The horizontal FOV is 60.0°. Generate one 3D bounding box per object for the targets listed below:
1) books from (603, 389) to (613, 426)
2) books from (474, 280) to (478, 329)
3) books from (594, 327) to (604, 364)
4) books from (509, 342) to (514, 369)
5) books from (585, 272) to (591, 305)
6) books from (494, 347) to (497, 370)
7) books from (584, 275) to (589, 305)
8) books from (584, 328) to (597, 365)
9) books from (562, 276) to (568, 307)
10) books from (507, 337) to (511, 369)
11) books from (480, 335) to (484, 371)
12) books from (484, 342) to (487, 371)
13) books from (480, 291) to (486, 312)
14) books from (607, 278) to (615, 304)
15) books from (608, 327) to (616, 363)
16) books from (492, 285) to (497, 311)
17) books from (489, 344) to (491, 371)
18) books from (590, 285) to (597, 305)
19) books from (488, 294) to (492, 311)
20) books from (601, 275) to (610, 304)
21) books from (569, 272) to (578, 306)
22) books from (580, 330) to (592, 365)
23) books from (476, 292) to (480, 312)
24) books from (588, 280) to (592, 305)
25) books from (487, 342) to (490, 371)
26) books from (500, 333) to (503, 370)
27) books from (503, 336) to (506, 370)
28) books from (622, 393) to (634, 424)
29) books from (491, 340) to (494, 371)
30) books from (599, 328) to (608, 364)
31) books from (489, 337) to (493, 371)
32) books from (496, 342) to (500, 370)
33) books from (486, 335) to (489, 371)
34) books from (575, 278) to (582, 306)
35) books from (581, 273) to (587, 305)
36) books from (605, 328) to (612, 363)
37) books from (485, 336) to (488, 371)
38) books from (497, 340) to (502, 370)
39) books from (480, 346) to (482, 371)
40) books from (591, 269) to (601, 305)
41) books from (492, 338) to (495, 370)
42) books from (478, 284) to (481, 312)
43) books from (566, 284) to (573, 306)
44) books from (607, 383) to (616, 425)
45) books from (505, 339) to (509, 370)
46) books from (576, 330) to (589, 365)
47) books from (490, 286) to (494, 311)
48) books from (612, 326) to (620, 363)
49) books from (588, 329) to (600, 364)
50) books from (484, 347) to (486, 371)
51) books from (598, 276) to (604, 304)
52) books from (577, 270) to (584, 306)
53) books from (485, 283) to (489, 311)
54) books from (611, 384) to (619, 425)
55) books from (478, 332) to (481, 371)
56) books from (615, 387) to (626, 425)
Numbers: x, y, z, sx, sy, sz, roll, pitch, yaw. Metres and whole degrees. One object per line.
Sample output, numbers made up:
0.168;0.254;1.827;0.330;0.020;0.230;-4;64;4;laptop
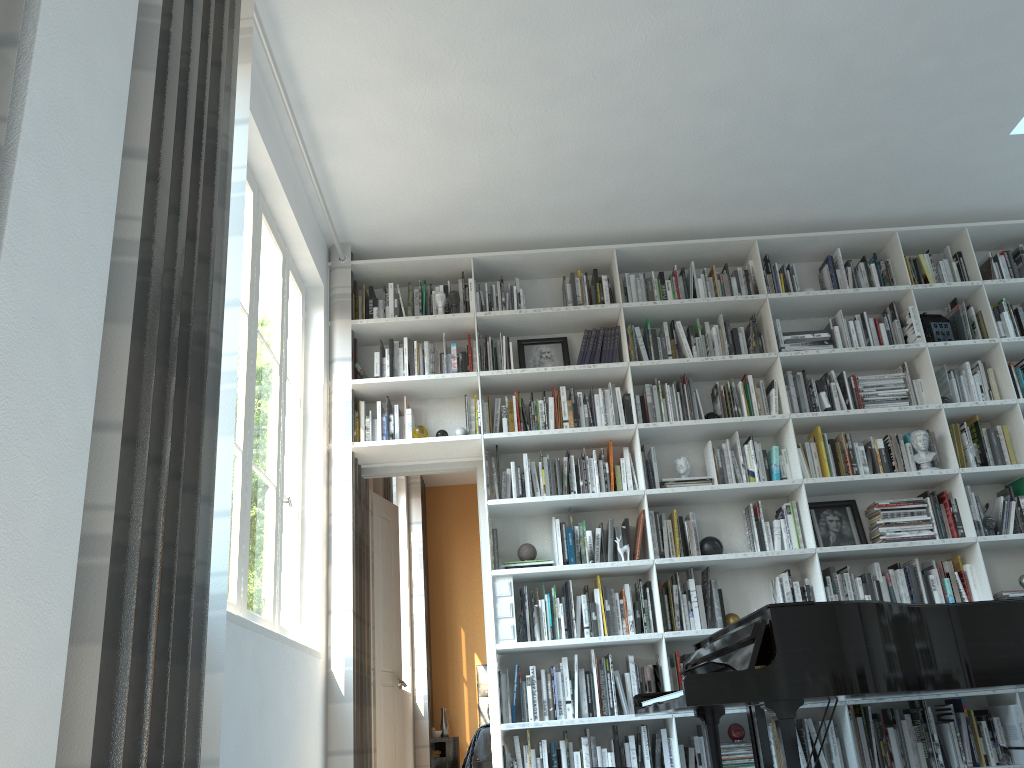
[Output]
0.546;0.184;5.063;0.024;0.265;0.155;-4;-21;-1;books
-0.212;-0.459;5.315;0.007;0.284;0.160;-4;-21;-1;books
0.498;-0.167;5.181;0.097;0.281;0.175;-4;-21;-1;books
-0.001;-0.108;5.150;0.012;0.213;0.186;-4;-22;-1;books
0.451;-0.503;5.313;0.011;0.273;0.184;-4;-21;-1;books
-0.093;-0.089;5.182;0.012;0.213;0.132;-4;-21;-1;books
0.441;-0.497;5.310;0.010;0.262;0.157;-4;-21;-1;books
0.446;-0.161;5.181;0.110;0.278;0.175;-4;-21;-1;books
0.322;-0.489;5.328;0.013;0.276;0.151;-4;-21;-1;books
-0.014;-0.123;5.164;0.012;0.253;0.167;-4;-21;-1;books
-0.172;-0.125;5.172;0.006;0.286;0.149;-4;-21;-1;books
-0.149;-0.103;5.168;0.005;0.237;0.154;-4;-21;-1;books
-0.166;-0.428;5.300;0.032;0.209;0.159;-4;-21;-1;books
0.595;-0.494;5.330;0.039;0.251;0.147;-4;-21;-1;books
0.577;-0.168;5.203;0.078;0.284;0.175;-4;-21;-1;books
-0.101;-0.450;5.302;0.016;0.242;0.157;-4;-21;-1;books
-0.124;-0.102;5.142;0.004;0.213;0.187;-4;-22;-1;books
0.485;-0.464;5.303;0.027;0.189;0.178;-4;-22;-1;books
-0.129;-0.421;5.304;0.017;0.193;0.129;-4;-21;-1;books
0.559;-0.499;5.316;0.031;0.253;0.179;-4;-21;-1;books
0.369;-0.500;5.313;0.024;0.278;0.188;-4;-21;-1;books
0.424;-0.152;5.198;0.110;0.278;0.175;-4;-21;-1;books
-0.198;-0.425;5.293;0.017;0.203;0.143;-4;-21;-1;books
0.464;-0.483;5.337;0.013;0.253;0.130;-4;-21;-1;books
-0.131;-0.105;5.153;0.009;0.227;0.185;-4;-22;-1;books
-0.057;-0.132;5.170;0.005;0.280;0.191;-4;-21;-1;books
-0.043;-0.126;5.157;0.023;0.257;0.184;-4;-21;-1;books
0.648;0.190;5.012;0.039;0.201;0.237;-4;-22;-1;books
-0.110;-0.111;5.170;0.010;0.248;0.166;-4;-21;-1;books
0.531;-0.165;5.202;0.078;0.284;0.175;-4;-21;-1;books
-0.119;-0.119;5.163;0.009;0.259;0.184;-4;-21;-1;books
-0.079;-0.105;5.150;0.018;0.218;0.187;-4;-22;-1;books
-0.140;-0.126;5.179;0.006;0.287;0.144;-4;-21;-1;books
0.396;-0.487;5.307;0.028;0.248;0.156;-4;-21;-1;books
0.429;-0.501;5.325;0.013;0.282;0.167;-4;-21;-1;books
0.554;-0.164;5.207;0.078;0.284;0.175;-4;-21;-1;books
-0.145;-0.122;5.174;0.005;0.276;0.147;-4;-21;-1;books
-0.068;-0.113;5.164;0.019;0.243;0.154;-4;-21;-1;books
-0.177;-0.091;5.184;0.006;0.232;0.136;-4;-21;-1;books
0.507;-0.519;5.313;0.025;0.296;0.164;-4;-21;-1;books
-0.102;-0.118;5.149;0.004;0.245;0.189;-4;-21;-1;books
-0.188;-0.449;5.309;0.007;0.257;0.157;-4;-21;-1;books
0.345;-0.468;5.306;0.028;0.217;0.153;-4;-21;-1;books
0.563;0.160;5.041;0.012;0.289;0.183;-4;-21;-1;books
-0.026;-0.119;5.164;0.011;0.249;0.169;-4;-21;-1;books
0.401;-0.154;5.189;0.110;0.278;0.175;-4;-21;-1;books
-0.115;-0.442;5.294;0.013;0.224;0.177;-4;-21;-1;books
0.599;-0.174;5.190;0.078;0.284;0.175;-4;-21;-1;books
0.469;-0.155;5.199;0.110;0.278;0.175;-4;-21;-1;books
-0.158;-0.086;5.161;0.015;0.206;0.173;-4;-22;-1;books
0.532;-0.495;5.329;0.022;0.259;0.153;-4;-21;-1;books
0.414;-0.512;5.345;0.014;0.319;0.137;-4;-21;-1;books
-0.145;-0.451;5.300;0.012;0.248;0.180;-4;-21;-1;books
0.580;0.164;5.053;0.022;0.288;0.170;-4;-21;-1;books
-0.186;-0.131;5.164;0.005;0.291;0.184;-4;-21;-1;books
0.609;0.173;5.046;0.035;0.262;0.178;-4;-21;-1;books
